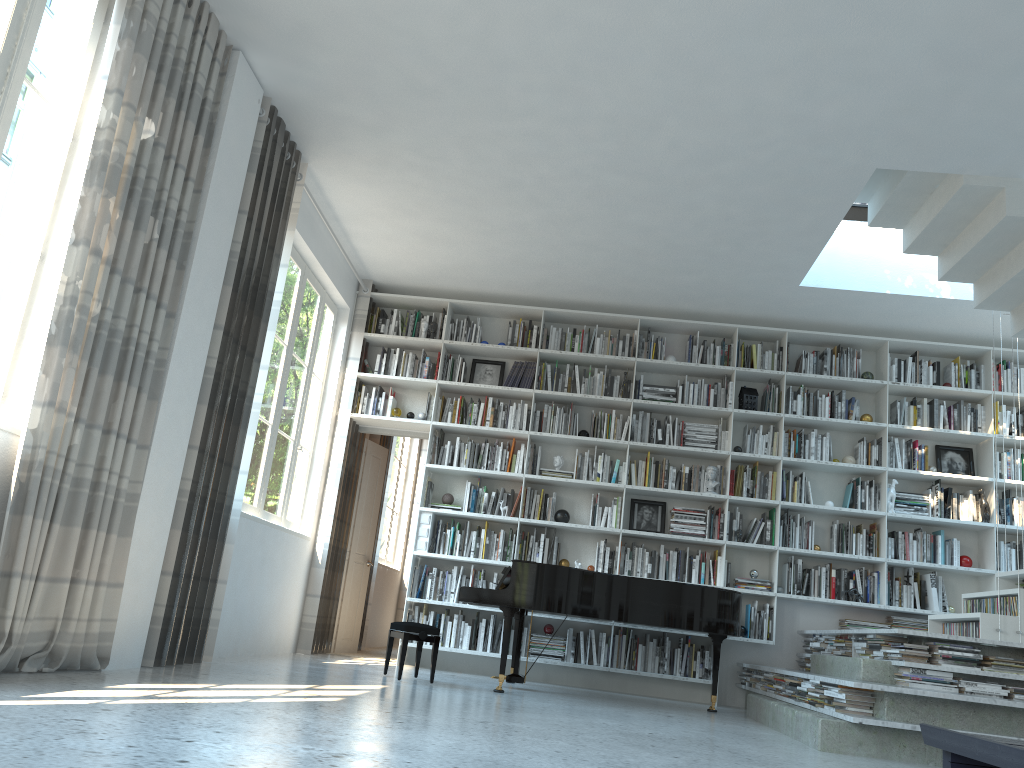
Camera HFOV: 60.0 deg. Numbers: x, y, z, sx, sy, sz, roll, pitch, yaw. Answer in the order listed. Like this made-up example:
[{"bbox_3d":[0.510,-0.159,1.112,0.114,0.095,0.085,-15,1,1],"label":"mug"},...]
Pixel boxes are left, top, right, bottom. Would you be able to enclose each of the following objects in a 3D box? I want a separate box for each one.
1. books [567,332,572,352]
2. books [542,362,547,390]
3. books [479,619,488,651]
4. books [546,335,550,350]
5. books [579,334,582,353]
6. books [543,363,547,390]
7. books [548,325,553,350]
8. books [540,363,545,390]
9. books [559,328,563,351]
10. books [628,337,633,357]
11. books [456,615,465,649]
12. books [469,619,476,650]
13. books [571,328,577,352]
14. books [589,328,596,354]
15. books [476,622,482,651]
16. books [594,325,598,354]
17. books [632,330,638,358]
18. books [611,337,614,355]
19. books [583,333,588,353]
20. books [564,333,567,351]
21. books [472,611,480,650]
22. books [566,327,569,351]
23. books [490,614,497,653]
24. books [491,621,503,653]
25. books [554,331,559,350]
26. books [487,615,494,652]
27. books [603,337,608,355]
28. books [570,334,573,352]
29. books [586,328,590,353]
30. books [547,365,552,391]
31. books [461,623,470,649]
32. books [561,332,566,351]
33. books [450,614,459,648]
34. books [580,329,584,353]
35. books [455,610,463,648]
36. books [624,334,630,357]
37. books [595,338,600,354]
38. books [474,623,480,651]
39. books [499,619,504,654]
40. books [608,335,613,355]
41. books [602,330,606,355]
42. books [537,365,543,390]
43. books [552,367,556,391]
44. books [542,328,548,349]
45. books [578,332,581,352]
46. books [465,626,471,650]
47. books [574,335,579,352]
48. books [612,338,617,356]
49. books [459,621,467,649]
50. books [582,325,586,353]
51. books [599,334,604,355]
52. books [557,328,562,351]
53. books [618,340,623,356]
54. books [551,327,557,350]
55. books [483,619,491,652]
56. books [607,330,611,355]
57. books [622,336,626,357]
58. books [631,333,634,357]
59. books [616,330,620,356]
[{"bbox_3d":[0.508,-0.330,7.903,0.025,0.234,0.130,6,-15,5],"label":"books"},{"bbox_3d":[0.284,-0.032,7.835,0.014,0.308,0.130,6,-15,5],"label":"books"},{"bbox_3d":[-0.235,2.060,7.277,0.027,0.255,0.179,6,-15,5],"label":"books"},{"bbox_3d":[0.317,-0.327,7.900,0.024,0.182,0.133,6,-15,5],"label":"books"},{"bbox_3d":[0.606,-0.319,7.863,0.011,0.215,0.160,6,-15,5],"label":"books"},{"bbox_3d":[0.293,-0.027,7.809,0.010,0.286,0.148,6,-15,5],"label":"books"},{"bbox_3d":[0.345,-0.368,7.920,0.021,0.278,0.141,6,-15,5],"label":"books"},{"bbox_3d":[0.268,-0.027,7.813,0.013,0.282,0.159,6,-15,5],"label":"books"},{"bbox_3d":[0.436,-0.352,7.883,0.012,0.249,0.174,6,-15,5],"label":"books"},{"bbox_3d":[1.035,-0.284,7.819,0.026,0.224,0.172,6,-15,5],"label":"books"},{"bbox_3d":[-0.422,2.036,7.289,0.025,0.265,0.160,6,-15,5],"label":"books"},{"bbox_3d":[-0.320,2.054,7.270,0.023,0.243,0.188,6,-15,5],"label":"books"},{"bbox_3d":[0.548,-0.345,7.894,0.028,0.267,0.152,6,-15,5],"label":"books"},{"bbox_3d":[0.705,-0.338,7.859,0.052,0.272,0.173,6,-15,5],"label":"books"},{"bbox_3d":[-0.261,2.074,7.278,0.022,0.224,0.141,6,-15,5],"label":"books"},{"bbox_3d":[0.741,-0.352,7.874,0.014,0.314,0.166,6,-15,5],"label":"books"},{"bbox_3d":[1.079,-0.309,7.827,0.026,0.287,0.176,6,-15,5],"label":"books"},{"bbox_3d":[0.881,-0.291,7.825,0.013,0.206,0.178,6,-15,5],"label":"books"},{"bbox_3d":[0.651,-0.320,7.875,0.029,0.235,0.130,6,-15,5],"label":"books"},{"bbox_3d":[0.475,-0.327,7.875,0.014,0.207,0.167,6,-15,5],"label":"books"},{"bbox_3d":[-0.296,2.033,7.306,0.013,0.309,0.131,6,-15,5],"label":"books"},{"bbox_3d":[0.491,-0.353,7.883,0.010,0.263,0.161,6,-15,5],"label":"books"},{"bbox_3d":[-0.153,2.043,7.267,0.012,0.303,0.166,6,-15,5],"label":"books"},{"bbox_3d":[-0.116,2.076,7.280,0.065,0.255,0.156,6,-15,5],"label":"books"},{"bbox_3d":[0.393,-0.341,7.885,0.023,0.219,0.182,6,-15,5],"label":"books"},{"bbox_3d":[-0.169,2.046,7.270,0.021,0.295,0.188,6,-15,5],"label":"books"},{"bbox_3d":[0.827,-0.291,7.863,0.029,0.213,0.142,6,-15,5],"label":"books"},{"bbox_3d":[0.525,-0.321,7.891,0.012,0.215,0.150,6,-15,5],"label":"books"},{"bbox_3d":[0.673,-0.342,7.864,0.013,0.275,0.165,6,-15,5],"label":"books"},{"bbox_3d":[0.331,-0.015,7.810,0.067,0.273,0.168,6,-15,5],"label":"books"},{"bbox_3d":[-0.378,2.069,7.276,0.028,0.205,0.171,6,-15,5],"label":"books"},{"bbox_3d":[0.453,-0.333,7.864,0.029,0.207,0.179,6,-15,5],"label":"books"},{"bbox_3d":[-0.463,2.032,7.293,0.031,0.265,0.187,6,-15,5],"label":"books"},{"bbox_3d":[0.620,-0.335,7.867,0.013,0.251,0.184,6,-15,5],"label":"books"},{"bbox_3d":[-0.438,2.020,7.314,0.014,0.303,0.140,6,-15,5],"label":"books"},{"bbox_3d":[1.011,-0.298,7.846,0.029,0.260,0.152,6,-15,5],"label":"books"},{"bbox_3d":[0.755,-0.291,7.849,0.031,0.189,0.182,6,-15,5],"label":"books"},{"bbox_3d":[-0.284,2.080,7.291,0.024,0.213,0.137,6,-15,5],"label":"books"},{"bbox_3d":[-0.069,2.071,7.280,0.027,0.275,0.144,6,-15,5],"label":"books"},{"bbox_3d":[0.866,-0.300,7.841,0.021,0.228,0.161,6,-15,5],"label":"books"},{"bbox_3d":[0.808,-0.322,7.863,0.014,0.268,0.157,6,-15,5],"label":"books"},{"bbox_3d":[0.247,-0.020,7.797,0.023,0.255,0.175,6,-15,5],"label":"books"},{"bbox_3d":[0.368,-0.007,7.798,0.011,0.259,0.157,6,-15,5],"label":"books"},{"bbox_3d":[0.292,-0.360,7.895,0.029,0.237,0.156,6,-15,5],"label":"books"},{"bbox_3d":[0.595,-0.327,7.874,0.013,0.234,0.155,6,-15,5],"label":"books"},{"bbox_3d":[-0.350,2.078,7.265,0.031,0.187,0.190,6,-15,5],"label":"books"},{"bbox_3d":[0.572,-0.312,7.875,0.030,0.201,0.152,6,-15,5],"label":"books"},{"bbox_3d":[0.900,-0.287,7.820,0.026,0.199,0.187,6,-15,5],"label":"books"},{"bbox_3d":[-0.402,2.061,7.281,0.021,0.217,0.191,6,-15,5],"label":"books"},{"bbox_3d":[0.635,-0.356,7.874,0.010,0.298,0.151,6,-15,5],"label":"books"},{"bbox_3d":[0.787,-0.308,7.860,0.026,0.235,0.134,6,-15,5],"label":"books"},{"bbox_3d":[0.419,-0.353,7.889,0.023,0.250,0.171,6,-15,5],"label":"books"},{"bbox_3d":[0.950,-0.272,7.824,0.031,0.184,0.177,6,-15,5],"label":"books"},{"bbox_3d":[0.369,-0.359,7.896,0.031,0.254,0.146,6,-15,5],"label":"books"},{"bbox_3d":[-0.200,2.066,7.297,0.040,0.263,0.138,6,-15,5],"label":"books"},{"bbox_3d":[0.850,-0.322,7.841,0.014,0.265,0.192,6,-15,5],"label":"books"},{"bbox_3d":[0.982,-0.291,7.838,0.026,0.236,0.149,6,-15,5],"label":"books"},{"bbox_3d":[1.058,-0.300,7.830,0.014,0.266,0.172,6,-15,5],"label":"books"},{"bbox_3d":[0.935,-0.320,7.845,0.013,0.284,0.160,6,-15,5],"label":"books"}]
